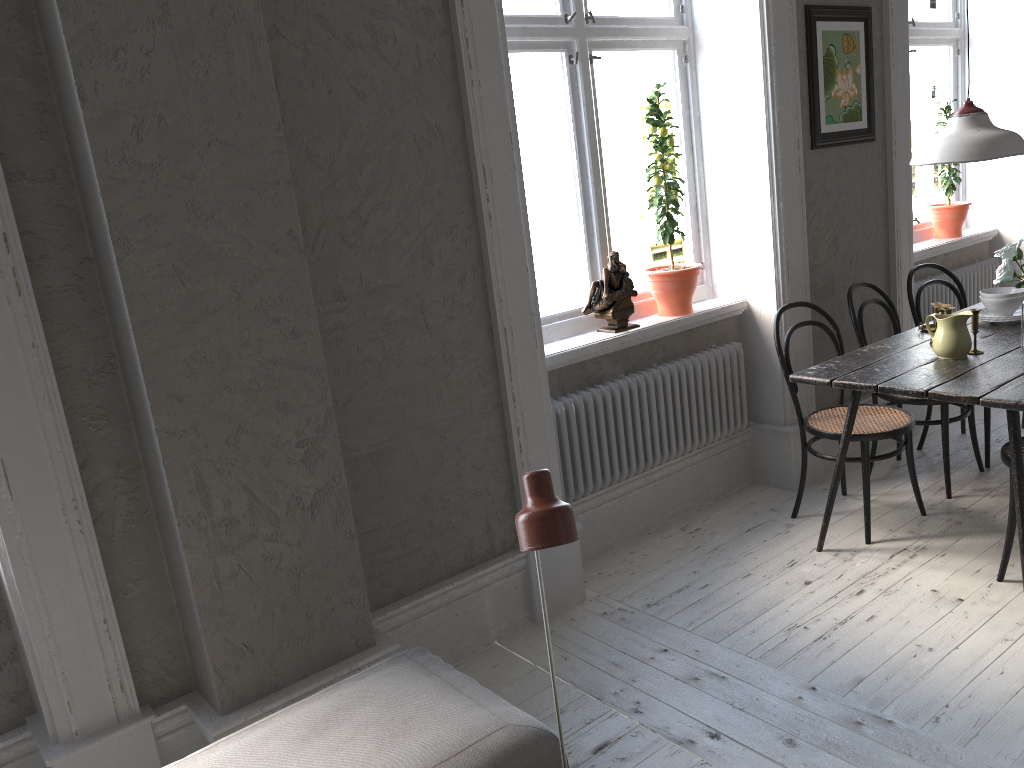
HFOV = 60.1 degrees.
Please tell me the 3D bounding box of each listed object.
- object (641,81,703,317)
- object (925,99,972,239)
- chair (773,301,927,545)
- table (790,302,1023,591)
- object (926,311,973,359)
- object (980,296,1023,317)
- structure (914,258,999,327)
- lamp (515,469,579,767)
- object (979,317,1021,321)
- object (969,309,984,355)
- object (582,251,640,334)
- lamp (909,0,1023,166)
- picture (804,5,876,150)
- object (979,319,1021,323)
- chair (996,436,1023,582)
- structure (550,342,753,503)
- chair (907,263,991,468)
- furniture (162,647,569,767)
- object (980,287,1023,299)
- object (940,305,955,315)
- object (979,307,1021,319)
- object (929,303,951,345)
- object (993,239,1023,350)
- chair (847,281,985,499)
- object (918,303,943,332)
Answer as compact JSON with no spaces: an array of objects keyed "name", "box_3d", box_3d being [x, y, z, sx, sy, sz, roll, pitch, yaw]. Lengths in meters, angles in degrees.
[{"name":"object","box_3d":[0.668,-0.793,3.841,0.270,0.992,0.270,-7,13,2]},{"name":"object","box_3d":[2.637,-1.297,5.357,0.262,0.814,0.258,-10,14,-9]},{"name":"chair","box_3d":[1.405,0.126,3.711,0.445,0.922,0.539,-15,15,-28]},{"name":"table","box_3d":[2.127,0.141,3.684,1.957,0.736,0.886,-17,16,-36]},{"name":"object","box_3d":[1.651,-0.187,3.339,0.148,0.170,0.137,-4,14,14]},{"name":"object","box_3d":[2.113,-0.335,3.814,0.176,0.094,0.183,5,18,43]},{"name":"structure","box_3d":[2.609,-0.458,5.310,1.247,0.428,0.145,-17,17,-38]},{"name":"lamp","box_3d":[0.075,0.531,1.552,0.138,0.840,0.251,-8,13,-1]},{"name":"object","box_3d":[2.120,-0.293,3.824,0.234,0.027,0.240,-2,14,21]},{"name":"object","box_3d":[1.750,-0.199,3.347,0.060,0.167,0.058,-13,14,-23]},{"name":"object","box_3d":[0.401,-0.381,3.682,0.241,0.330,0.117,-17,16,-34]},{"name":"lamp","box_3d":[1.466,-1.672,2.859,0.379,1.861,0.379,-7,13,1]},{"name":"picture","box_3d":[1.533,-1.424,4.105,0.531,0.620,0.019,-17,16,-36]},{"name":"object","box_3d":[2.121,-0.284,3.826,0.240,0.027,0.234,-11,14,-18]},{"name":"chair","box_3d":[1.951,0.230,2.987,0.446,0.922,0.537,-18,17,-38]},{"name":"structure","box_3d":[0.604,0.142,3.793,1.247,0.428,0.145,-17,17,-38]},{"name":"chair","box_3d":[2.238,-0.119,4.324,0.445,0.922,0.540,-13,15,-23]},{"name":"furniture","box_3d":[-0.360,0.986,1.914,0.844,0.476,0.571,-17,16,-36]},{"name":"object","box_3d":[2.111,-0.355,3.809,0.176,0.094,0.183,5,18,43]},{"name":"object","box_3d":[1.704,-0.223,3.462,0.062,0.172,0.061,-11,14,-15]},{"name":"object","box_3d":[2.118,-0.301,3.822,0.240,0.027,0.235,-10,14,-14]},{"name":"object","box_3d":[1.725,-0.246,3.552,0.094,0.172,0.098,2,16,33]},{"name":"object","box_3d":[1.940,-0.328,3.249,0.256,0.414,0.305,-18,17,-37]},{"name":"chair","box_3d":[1.842,-0.006,4.047,0.446,0.922,0.537,-18,17,-38]},{"name":"object","box_3d":[1.830,-0.290,3.815,0.137,0.112,0.142,2,16,35]}]
